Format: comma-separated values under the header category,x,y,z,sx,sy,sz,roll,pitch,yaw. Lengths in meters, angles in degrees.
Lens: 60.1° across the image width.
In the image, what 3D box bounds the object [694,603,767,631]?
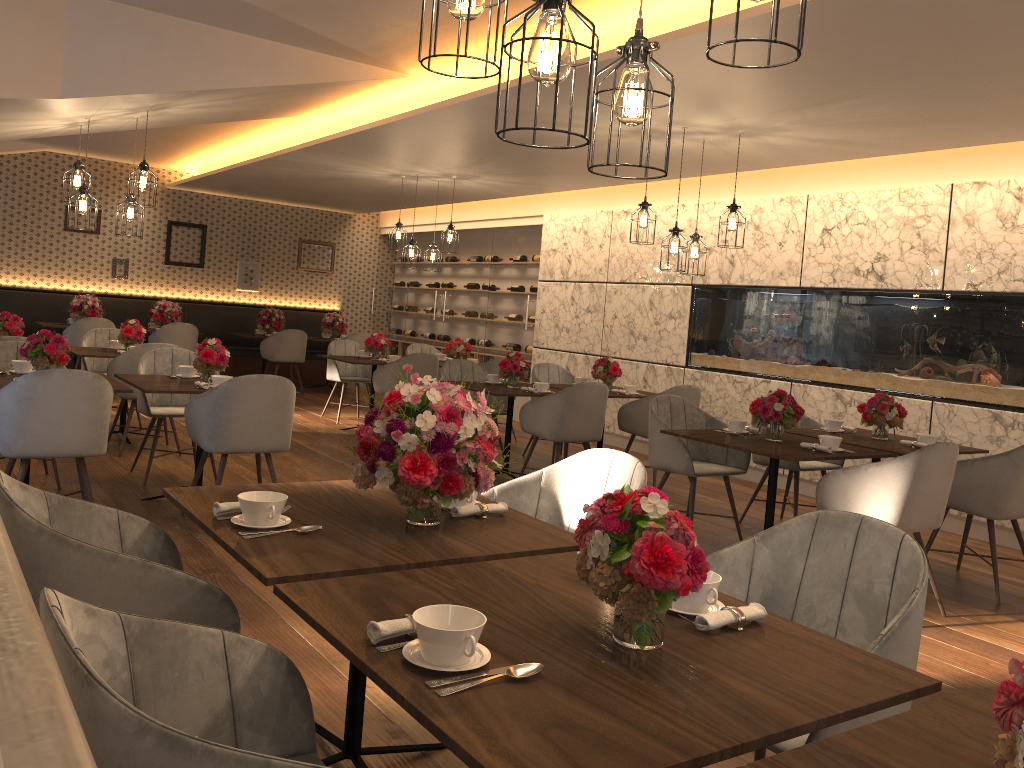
category,x,y,z,sx,sy,sz,roll,pitch,yaw
object,0.436,0.463,1.758,0.175,0.039,0.056,2,5,-35

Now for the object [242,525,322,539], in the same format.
category,x,y,z,sx,sy,sz,roll,pitch,yaw
object,-0.556,0.362,2.162,0.197,0.015,0.043,1,6,-38

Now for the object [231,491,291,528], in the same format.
category,x,y,z,sx,sy,sz,roll,pitch,yaw
object,-0.634,0.320,2.243,0.148,0.072,0.148,5,4,8

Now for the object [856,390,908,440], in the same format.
category,x,y,z,sx,sy,sz,roll,pitch,yaw
object,2.273,0.186,5.449,0.305,0.301,0.235,4,3,-13

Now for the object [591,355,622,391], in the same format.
category,x,y,z,sx,sy,sz,roll,pitch,yaw
object,0.820,-0.100,7.570,0.234,0.301,0.306,3,3,-33

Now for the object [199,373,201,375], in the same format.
category,x,y,z,sx,sy,sz,roll,pitch,yaw
object,-2.010,-0.059,5.815,0.056,0.039,0.176,2,5,-35

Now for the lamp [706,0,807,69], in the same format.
category,x,y,z,sx,sy,sz,roll,pitch,yaw
lamp,0.539,-1.650,1.651,0.175,2.068,0.175,4,1,-33

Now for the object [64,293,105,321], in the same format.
category,x,y,z,sx,sy,sz,roll,pitch,yaw
object,-5.295,-0.932,11.010,0.405,0.425,0.420,5,3,9

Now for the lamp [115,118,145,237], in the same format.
category,x,y,z,sx,sy,sz,roll,pitch,yaw
lamp,-2.629,-2.080,6.246,0.175,2.068,0.175,4,1,-33

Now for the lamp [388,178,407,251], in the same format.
category,x,y,z,sx,sy,sz,roll,pitch,yaw
lamp,-1.137,-2.451,9.389,0.175,2.068,0.175,4,1,-33

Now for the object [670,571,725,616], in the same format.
category,x,y,z,sx,sy,sz,roll,pitch,yaw
object,0.373,0.433,1.852,0.148,0.072,0.148,5,4,8

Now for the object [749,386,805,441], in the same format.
category,x,y,z,sx,sy,sz,roll,pitch,yaw
object,1.477,0.163,4.932,0.305,0.301,0.235,5,2,-2

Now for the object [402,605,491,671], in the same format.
category,x,y,z,sx,sy,sz,roll,pitch,yaw
object,-0.107,0.424,1.476,0.148,0.072,0.148,5,4,8

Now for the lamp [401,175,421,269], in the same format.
category,x,y,z,sx,sy,sz,roll,pitch,yaw
lamp,-0.967,-2.222,9.123,0.175,2.068,0.175,4,1,-33

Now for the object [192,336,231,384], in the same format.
category,x,y,z,sx,sy,sz,roll,pitch,yaw
object,-1.857,-0.153,5.493,0.234,0.301,0.306,4,3,-16

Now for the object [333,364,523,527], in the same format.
category,x,y,z,sx,sy,sz,roll,pitch,yaw
object,-0.223,0.163,2.403,0.407,0.425,0.419,7,4,43

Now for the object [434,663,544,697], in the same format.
category,x,y,z,sx,sy,sz,roll,pitch,yaw
object,-0.029,0.466,1.395,0.197,0.015,0.043,1,6,-38

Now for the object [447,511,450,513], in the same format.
category,x,y,z,sx,sy,sz,roll,pitch,yaw
object,-0.119,0.362,2.548,0.192,0.024,0.025,2,4,-35

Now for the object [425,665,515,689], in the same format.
category,x,y,z,sx,sy,sz,roll,pitch,yaw
object,-0.044,0.468,1.428,0.210,0.004,0.022,2,5,-35

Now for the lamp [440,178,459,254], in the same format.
category,x,y,z,sx,sy,sz,roll,pitch,yaw
lamp,-0.570,-2.385,9.137,0.175,2.068,0.175,4,1,-33

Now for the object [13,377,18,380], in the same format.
category,x,y,z,sx,sy,sz,roll,pitch,yaw
object,-2.600,-0.016,4.668,0.056,0.039,0.176,2,5,-35

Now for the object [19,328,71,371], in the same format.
category,x,y,z,sx,sy,sz,roll,pitch,yaw
object,-2.621,-0.172,4.950,0.306,0.301,0.234,6,3,30

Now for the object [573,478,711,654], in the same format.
category,x,y,z,sx,sy,sz,roll,pitch,yaw
object,0.245,0.324,1.638,0.234,0.301,0.306,4,3,-16

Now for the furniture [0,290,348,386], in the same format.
category,x,y,z,sx,sy,sz,roll,pitch,yaw
furniture,-5.494,-0.607,11.668,7.078,1.080,0.543,2,3,-35

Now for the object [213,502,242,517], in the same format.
category,x,y,z,sx,sy,sz,roll,pitch,yaw
object,-0.700,0.324,2.337,0.175,0.039,0.056,2,5,-35

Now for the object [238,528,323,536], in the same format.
category,x,y,z,sx,sy,sz,roll,pitch,yaw
object,-0.571,0.364,2.195,0.210,0.004,0.022,2,5,-35

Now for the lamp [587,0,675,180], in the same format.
category,x,y,z,sx,sy,sz,roll,pitch,yaw
lamp,0.338,-1.494,1.925,0.175,2.068,0.175,4,1,-33

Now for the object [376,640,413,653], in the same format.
category,x,y,z,sx,sy,sz,roll,pitch,yaw
object,-0.146,0.439,1.547,0.192,0.024,0.025,2,4,-35

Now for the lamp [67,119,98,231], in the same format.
category,x,y,z,sx,sy,sz,roll,pitch,yaw
lamp,-2.825,-2.073,5.958,0.175,2.068,0.175,4,1,-33

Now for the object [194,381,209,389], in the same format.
category,x,y,z,sx,sy,sz,roll,pitch,yaw
object,-1.824,0.005,5.205,0.056,0.039,0.176,2,5,-35

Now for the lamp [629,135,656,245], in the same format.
category,x,y,z,sx,sy,sz,roll,pitch,yaw
lamp,1.006,-2.029,6.268,0.175,2.068,0.175,4,1,-33

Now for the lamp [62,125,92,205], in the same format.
category,x,y,z,sx,sy,sz,roll,pitch,yaw
lamp,-2.994,-2.302,6.224,0.175,2.068,0.175,4,1,-33

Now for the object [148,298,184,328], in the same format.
category,x,y,z,sx,sy,sz,roll,pitch,yaw
object,-4.474,-0.902,11.457,0.419,0.425,0.407,3,3,-33

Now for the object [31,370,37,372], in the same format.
category,x,y,z,sx,sy,sz,roll,pitch,yaw
object,-2.505,-0.030,4.733,0.148,0.072,0.148,6,4,23

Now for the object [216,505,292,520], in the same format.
category,x,y,z,sx,sy,sz,roll,pitch,yaw
object,-0.673,0.335,2.315,0.192,0.024,0.025,2,4,-35

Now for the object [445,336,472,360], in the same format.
category,x,y,z,sx,sy,sz,roll,pitch,yaw
object,-0.582,-0.376,9.606,0.305,0.301,0.235,4,3,-13

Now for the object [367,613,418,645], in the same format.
category,x,y,z,sx,sy,sz,roll,pitch,yaw
object,-0.173,0.428,1.570,0.175,0.039,0.056,2,5,-35

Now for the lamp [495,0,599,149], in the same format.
category,x,y,z,sx,sy,sz,roll,pitch,yaw
lamp,0.142,-1.487,1.637,0.175,2.068,0.175,4,1,-33

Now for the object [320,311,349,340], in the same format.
category,x,y,z,sx,sy,sz,roll,pitch,yaw
object,-2.571,-0.853,12.802,0.405,0.425,0.420,5,3,9

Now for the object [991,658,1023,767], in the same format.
category,x,y,z,sx,sy,sz,roll,pitch,yaw
object,0.647,0.411,0.925,0.234,0.301,0.305,5,3,13

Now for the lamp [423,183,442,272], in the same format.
category,x,y,z,sx,sy,sz,roll,pitch,yaw
lamp,-0.771,-2.229,9.411,0.175,2.068,0.175,4,1,-33

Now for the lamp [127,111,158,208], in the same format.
category,x,y,z,sx,sy,sz,roll,pitch,yaw
lamp,-2.428,-2.236,5.972,0.175,2.068,0.175,4,1,-33

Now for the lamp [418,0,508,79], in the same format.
category,x,y,z,sx,sy,sz,roll,pitch,yaw
lamp,-0.028,-1.717,1.903,0.175,2.068,0.175,4,1,-33

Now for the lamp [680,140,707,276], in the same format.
category,x,y,z,sx,sy,sz,roll,pitch,yaw
lamp,1.371,-1.806,6.291,0.175,2.068,0.175,4,1,-33

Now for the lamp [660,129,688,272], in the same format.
category,x,y,z,sx,sy,sz,roll,pitch,yaw
lamp,1.176,-1.799,6.002,0.175,2.068,0.175,4,1,-33

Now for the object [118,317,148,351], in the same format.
category,x,y,z,sx,sy,sz,roll,pitch,yaw
object,-3.168,-0.411,7.403,0.234,0.301,0.306,4,3,-16

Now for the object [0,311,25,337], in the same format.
category,x,y,z,sx,sy,sz,roll,pitch,yaw
object,-3.932,-0.431,6.859,0.306,0.301,0.234,6,3,30

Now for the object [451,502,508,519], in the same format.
category,x,y,z,sx,sy,sz,roll,pitch,yaw
object,-0.091,0.359,2.525,0.175,0.039,0.056,2,5,-35

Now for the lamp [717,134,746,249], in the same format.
category,x,y,z,sx,sy,sz,roll,pitch,yaw
lamp,1.573,-1.962,6.017,0.175,2.068,0.175,4,1,-33

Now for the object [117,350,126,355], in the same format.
category,x,y,z,sx,sy,sz,roll,pitch,yaw
object,-3.135,-0.254,7.115,0.056,0.039,0.176,2,5,-35

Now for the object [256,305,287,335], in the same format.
category,x,y,z,sx,sy,sz,roll,pitch,yaw
object,-3.336,-0.873,12.259,0.405,0.425,0.420,5,3,7

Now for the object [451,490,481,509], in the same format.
category,x,y,z,sx,sy,sz,roll,pitch,yaw
object,-0.154,0.330,2.619,0.148,0.072,0.148,5,4,8

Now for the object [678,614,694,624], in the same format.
category,x,y,z,sx,sy,sz,roll,pitch,yaw
object,0.408,0.466,1.781,0.192,0.024,0.025,2,4,-35

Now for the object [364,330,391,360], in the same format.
category,x,y,z,sx,sy,sz,roll,pitch,yaw
object,-1.379,-0.400,9.092,0.235,0.301,0.305,6,3,33

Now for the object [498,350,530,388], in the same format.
category,x,y,z,sx,sy,sz,roll,pitch,yaw
object,0.021,-0.124,7.053,0.235,0.301,0.305,6,3,33
